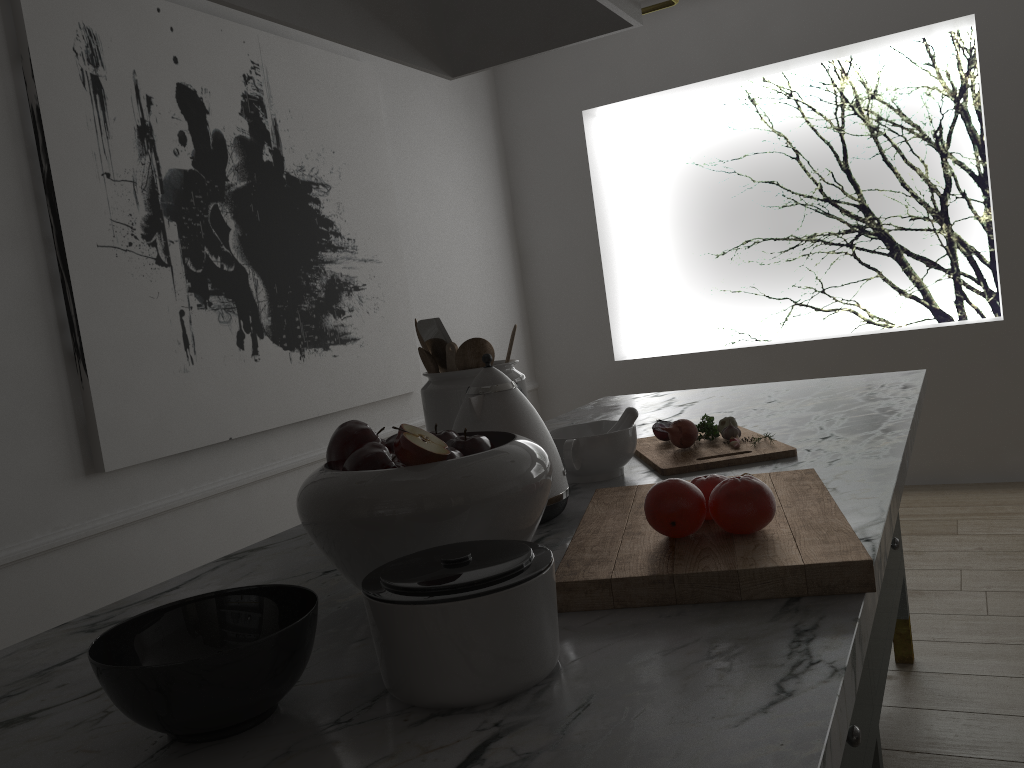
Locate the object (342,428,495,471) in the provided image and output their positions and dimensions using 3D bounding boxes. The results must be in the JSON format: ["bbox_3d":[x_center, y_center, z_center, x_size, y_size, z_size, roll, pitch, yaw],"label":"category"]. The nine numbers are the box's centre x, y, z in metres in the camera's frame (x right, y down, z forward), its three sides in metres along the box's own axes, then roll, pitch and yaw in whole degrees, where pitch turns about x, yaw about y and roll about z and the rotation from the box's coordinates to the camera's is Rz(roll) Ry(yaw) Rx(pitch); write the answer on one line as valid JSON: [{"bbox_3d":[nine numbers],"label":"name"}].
[{"bbox_3d":[-0.097,0.089,0.949,0.135,0.074,0.154,-6,5,23],"label":"object"}]

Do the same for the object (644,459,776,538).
[{"bbox_3d":[0.222,0.112,0.990,0.135,0.079,0.194,-7,5,16],"label":"object"}]

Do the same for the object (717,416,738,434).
[{"bbox_3d":[0.388,0.077,1.596,0.037,0.036,0.035,-7,5,15],"label":"object"}]

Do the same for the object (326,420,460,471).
[{"bbox_3d":[-0.127,0.077,0.999,0.167,0.091,0.071,-12,6,-37],"label":"object"}]

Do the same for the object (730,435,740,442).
[{"bbox_3d":[0.382,0.094,1.517,0.013,0.017,0.030,-5,6,36],"label":"object"}]

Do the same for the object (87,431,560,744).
[{"bbox_3d":[-0.138,0.163,0.854,0.364,0.156,0.491,-8,5,4],"label":"object"}]

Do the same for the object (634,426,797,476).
[{"bbox_3d":[0.335,0.112,1.559,0.220,0.012,0.330,-8,5,-3],"label":"object"}]

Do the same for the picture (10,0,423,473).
[{"bbox_3d":[-0.821,-0.522,2.943,0.039,1.315,1.545,-6,5,27],"label":"picture"}]

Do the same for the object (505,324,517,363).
[{"bbox_3d":[-0.017,0.039,1.441,0.054,0.262,0.149,-4,6,42],"label":"object"}]

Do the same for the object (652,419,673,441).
[{"bbox_3d":[0.286,0.086,1.639,0.049,0.039,0.057,-6,5,24],"label":"object"}]

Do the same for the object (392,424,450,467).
[{"bbox_3d":[-0.090,0.061,0.879,0.054,0.048,0.061,-9,5,-9],"label":"object"}]

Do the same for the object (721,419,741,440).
[{"bbox_3d":[0.384,0.079,1.556,0.034,0.037,0.033,-8,5,5],"label":"object"}]

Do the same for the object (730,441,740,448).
[{"bbox_3d":[0.373,0.101,1.481,0.015,0.010,0.028,-8,5,2],"label":"object"}]

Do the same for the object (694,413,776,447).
[{"bbox_3d":[0.367,0.087,1.543,0.116,0.058,0.224,-10,5,-27],"label":"object"}]

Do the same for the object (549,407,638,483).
[{"bbox_3d":[0.130,0.099,1.460,0.159,0.110,0.172,-9,5,-17],"label":"object"}]

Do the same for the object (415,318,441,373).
[{"bbox_3d":[-0.108,0.032,1.481,0.056,0.296,0.131,-12,6,-43],"label":"object"}]

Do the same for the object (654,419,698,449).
[{"bbox_3d":[0.283,0.089,1.539,0.090,0.051,0.050,-9,5,-9],"label":"object"}]

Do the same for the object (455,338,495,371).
[{"bbox_3d":[-0.040,0.048,1.439,0.061,0.251,0.117,-7,5,7],"label":"object"}]

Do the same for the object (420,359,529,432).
[{"bbox_3d":[-0.054,0.074,1.468,0.174,0.208,0.174,-3,7,45],"label":"object"}]

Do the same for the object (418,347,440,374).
[{"bbox_3d":[-0.105,0.055,1.474,0.050,0.247,0.114,-5,5,32],"label":"object"}]

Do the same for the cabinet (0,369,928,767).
[{"bbox_3d":[0.181,0.516,1.414,0.870,0.721,2.360,-6,5,27],"label":"cabinet"}]

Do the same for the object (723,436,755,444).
[{"bbox_3d":[0.397,0.095,1.529,0.059,0.008,0.043,-10,5,-21],"label":"object"}]

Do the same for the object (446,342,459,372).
[{"bbox_3d":[-0.089,0.055,1.444,0.033,0.250,0.118,-10,5,-22],"label":"object"}]

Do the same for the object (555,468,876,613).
[{"bbox_3d":[0.219,0.164,1.004,0.290,0.030,0.400,-7,5,12],"label":"object"}]

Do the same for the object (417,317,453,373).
[{"bbox_3d":[-0.069,0.030,1.459,0.064,0.290,0.141,-4,6,41],"label":"object"}]

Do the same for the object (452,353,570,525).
[{"bbox_3d":[-0.008,0.072,1.242,0.204,0.236,0.178,-10,5,-26],"label":"object"}]

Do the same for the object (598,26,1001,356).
[{"bbox_3d":[3.421,0.382,3.591,10.834,8.324,0.001,-6,5,27],"label":"object"}]
